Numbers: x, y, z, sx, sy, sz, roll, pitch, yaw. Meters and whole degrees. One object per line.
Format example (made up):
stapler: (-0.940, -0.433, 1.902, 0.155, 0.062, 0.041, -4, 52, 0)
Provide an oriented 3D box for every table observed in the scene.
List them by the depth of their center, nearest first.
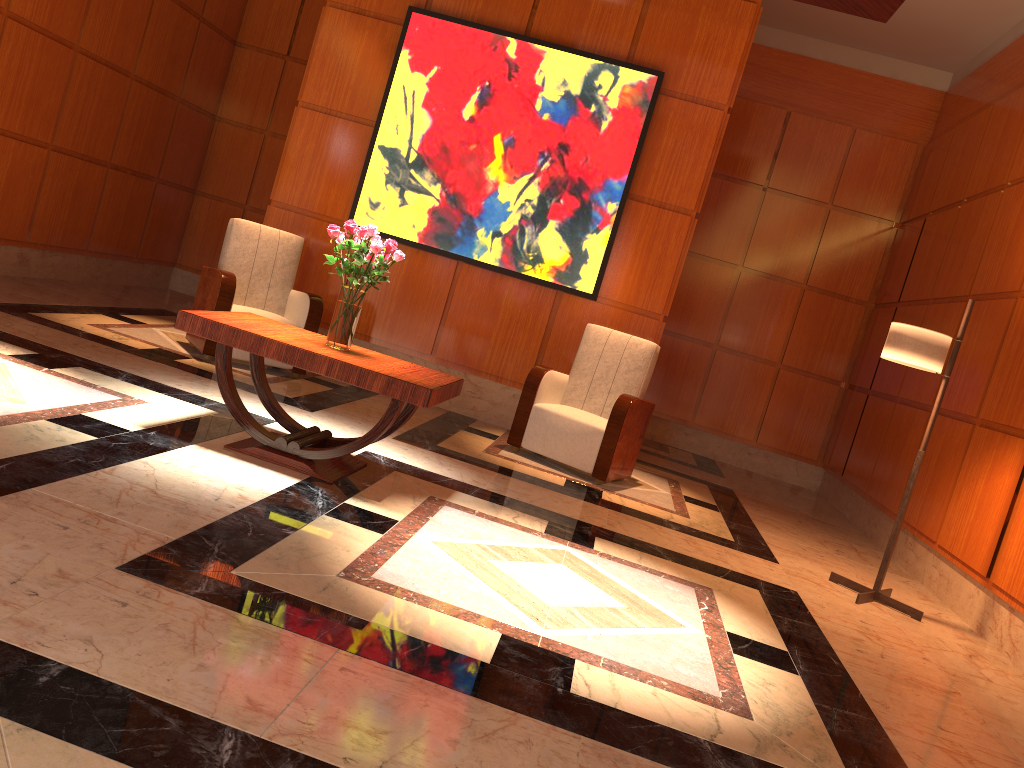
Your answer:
table: (-0.912, 0.083, 4.118, 1.169, 0.533, 0.726, 17, 5, 7)

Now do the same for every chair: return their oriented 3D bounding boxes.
chair: (0.532, 0.090, 5.980, 0.741, 0.958, 0.627, 19, 5, 25)
chair: (-1.779, -0.629, 6.266, 0.734, 0.958, 0.633, 14, 5, -34)

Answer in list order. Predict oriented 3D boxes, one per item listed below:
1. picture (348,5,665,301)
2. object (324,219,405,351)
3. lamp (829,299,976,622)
picture: (-0.076, -1.742, 6.661, 1.999, 1.732, 0.056, 17, 4, 7)
object: (-0.733, -0.455, 4.111, 0.352, 0.594, 0.326, 19, 5, 27)
lamp: (2.068, 0.331, 4.635, 0.526, 1.657, 0.361, 16, 4, -3)
